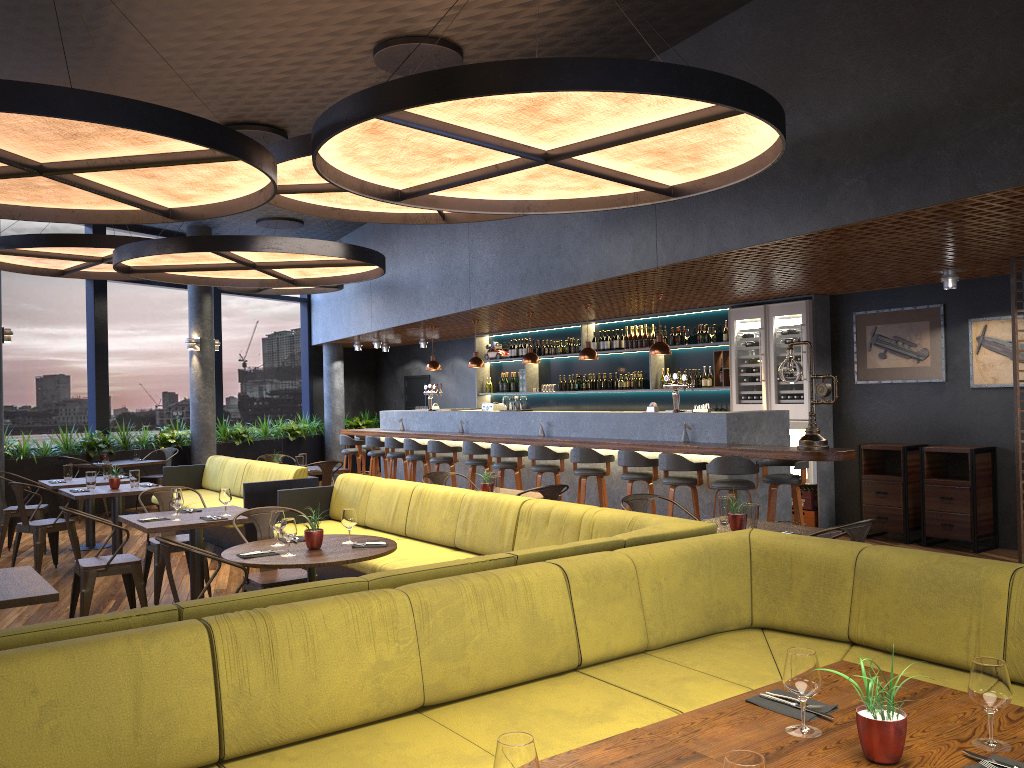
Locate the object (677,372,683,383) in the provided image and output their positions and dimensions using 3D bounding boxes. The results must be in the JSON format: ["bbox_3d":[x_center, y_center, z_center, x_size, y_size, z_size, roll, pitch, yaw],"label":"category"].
[{"bbox_3d":[2.255,-0.051,11.949,0.088,0.224,0.088,-2,-1,24],"label":"object"}]

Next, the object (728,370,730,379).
[{"bbox_3d":[2.800,-0.074,11.287,0.097,0.206,0.097,-1,-1,4],"label":"object"}]

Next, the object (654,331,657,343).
[{"bbox_3d":[1.996,-0.621,12.301,0.056,0.227,0.056,-1,-1,16],"label":"object"}]

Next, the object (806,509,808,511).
[{"bbox_3d":[3.428,1.552,10.298,0.056,0.205,0.056,-1,-1,0],"label":"object"}]

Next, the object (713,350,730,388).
[{"bbox_3d":[2.752,-0.195,11.346,0.161,0.475,0.300,-1,-1,-36],"label":"object"}]

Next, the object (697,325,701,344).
[{"bbox_3d":[2.479,-0.653,11.699,0.063,0.254,0.063,-1,-1,6],"label":"object"}]

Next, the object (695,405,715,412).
[{"bbox_3d":[2.557,0.519,11.700,0.204,0.492,0.310,-1,-1,-36],"label":"object"}]

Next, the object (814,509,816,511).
[{"bbox_3d":[3.521,1.550,10.293,0.057,0.205,0.056,-1,-1,-41],"label":"object"}]

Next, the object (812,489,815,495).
[{"bbox_3d":[3.500,1.325,10.292,0.057,0.205,0.056,-1,-1,-31],"label":"object"}]

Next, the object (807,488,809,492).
[{"bbox_3d":[3.490,1.326,10.441,0.056,0.205,0.056,-1,-1,-5],"label":"object"}]

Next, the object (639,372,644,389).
[{"bbox_3d":[1.855,-0.049,12.694,0.063,0.254,0.063,-2,-1,26],"label":"object"}]

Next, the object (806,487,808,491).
[{"bbox_3d":[3.509,1.327,10.531,0.056,0.205,0.057,-2,-1,29],"label":"object"}]

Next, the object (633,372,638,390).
[{"bbox_3d":[1.763,-0.048,12.638,0.063,0.254,0.063,-1,-1,-29],"label":"object"}]

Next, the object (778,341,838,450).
[{"bbox_3d":[2.576,0.093,7.702,0.263,0.944,0.566,-1,-1,-43],"label":"object"}]

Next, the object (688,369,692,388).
[{"bbox_3d":[2.385,-0.069,11.879,0.063,0.254,0.063,-1,-1,-8],"label":"object"}]

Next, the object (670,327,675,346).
[{"bbox_3d":[2.178,-0.642,12.032,0.063,0.254,0.063,-1,-1,-39],"label":"object"}]

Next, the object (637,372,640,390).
[{"bbox_3d":[1.832,-0.047,12.808,0.063,0.254,0.063,-1,-1,-9],"label":"object"}]

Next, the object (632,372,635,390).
[{"bbox_3d":[1.755,-0.046,12.773,0.063,0.254,0.063,-1,-1,-8],"label":"object"}]

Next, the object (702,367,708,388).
[{"bbox_3d":[2.543,-0.090,11.688,0.079,0.281,0.079,-2,-1,28],"label":"object"}]

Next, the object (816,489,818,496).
[{"bbox_3d":[3.563,1.324,10.335,0.056,0.205,0.056,-1,-1,-35],"label":"object"}]

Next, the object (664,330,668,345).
[{"bbox_3d":[2.117,-0.625,12.239,0.056,0.227,0.056,-1,-1,-34],"label":"object"}]

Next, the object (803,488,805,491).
[{"bbox_3d":[3.433,1.328,10.403,0.056,0.205,0.057,-1,-1,9],"label":"object"}]

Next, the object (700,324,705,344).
[{"bbox_3d":[2.486,-0.654,11.587,0.063,0.254,0.063,-1,-1,-8],"label":"object"}]

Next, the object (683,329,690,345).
[{"bbox_3d":[2.333,-0.624,11.841,0.097,0.206,0.097,-2,-1,23],"label":"object"}]

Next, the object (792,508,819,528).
[{"bbox_3d":[3.437,1.573,10.441,0.277,0.206,0.416,-1,-1,-43],"label":"object"}]

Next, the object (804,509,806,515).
[{"bbox_3d":[3.436,1.553,10.390,0.056,0.205,0.057,-1,-1,-1],"label":"object"}]

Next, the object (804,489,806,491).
[{"bbox_3d":[3.409,1.327,10.313,0.056,0.205,0.056,-1,-1,10],"label":"object"}]

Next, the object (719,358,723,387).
[{"bbox_3d":[2.712,-0.148,11.405,0.091,0.369,0.092,-2,-1,23],"label":"object"}]

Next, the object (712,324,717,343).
[{"bbox_3d":[2.659,-0.657,11.630,0.063,0.254,0.063,-1,-1,-28],"label":"object"}]

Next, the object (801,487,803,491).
[{"bbox_3d":[3.467,1.329,10.587,0.057,0.205,0.056,-2,-1,19],"label":"object"}]

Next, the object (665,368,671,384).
[{"bbox_3d":[2.151,-0.074,12.228,0.079,0.281,0.079,-2,-1,33],"label":"object"}]

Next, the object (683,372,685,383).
[{"bbox_3d":[2.353,-0.052,12.001,0.088,0.224,0.088,-1,-1,-41],"label":"object"}]

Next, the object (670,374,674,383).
[{"bbox_3d":[2.193,-0.039,12.078,0.097,0.206,0.097,-2,-1,23],"label":"object"}]

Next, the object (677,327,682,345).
[{"bbox_3d":[2.256,-0.645,11.938,0.063,0.254,0.063,-2,-1,26],"label":"object"}]

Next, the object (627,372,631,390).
[{"bbox_3d":[1.677,-0.045,12.715,0.063,0.254,0.063,-1,-1,-43],"label":"object"}]

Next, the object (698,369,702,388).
[{"bbox_3d":[2.501,-0.072,11.817,0.063,0.254,0.063,-1,-1,-28],"label":"object"}]

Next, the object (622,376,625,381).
[{"bbox_3d":[1.638,-0.017,13.060,0.097,0.206,0.097,-1,-1,-5],"label":"object"}]

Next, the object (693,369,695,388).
[{"bbox_3d":[2.447,-0.070,11.935,0.063,0.254,0.063,-1,-1,17],"label":"object"}]

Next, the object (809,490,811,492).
[{"bbox_3d":[3.449,1.325,10.260,0.056,0.205,0.056,-1,-1,-30],"label":"object"}]

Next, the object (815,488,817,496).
[{"bbox_3d":[3.581,1.324,10.424,0.056,0.205,0.057,-1,-1,4],"label":"object"}]

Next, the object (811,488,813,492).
[{"bbox_3d":[3.520,1.325,10.387,0.056,0.205,0.056,-2,-1,30],"label":"object"}]

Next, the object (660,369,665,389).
[{"bbox_3d":[2.096,-0.072,12.303,0.079,0.281,0.079,-1,-1,-32],"label":"object"}]

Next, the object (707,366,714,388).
[{"bbox_3d":[2.598,-0.092,11.611,0.079,0.281,0.079,-1,-1,-42],"label":"object"}]

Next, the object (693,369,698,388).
[{"bbox_3d":[2.438,-0.072,11.762,0.063,0.254,0.063,-1,-1,17],"label":"object"}]

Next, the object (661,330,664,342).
[{"bbox_3d":[2.068,-0.624,12.203,0.056,0.227,0.056,-2,-1,41],"label":"object"}]

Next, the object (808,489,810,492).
[{"bbox_3d":[3.466,1.326,10.349,0.056,0.205,0.057,-2,-1,29],"label":"object"}]

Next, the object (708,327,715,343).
[{"bbox_3d":[2.592,-0.634,11.511,0.097,0.206,0.097,-2,-1,23],"label":"object"}]

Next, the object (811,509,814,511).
[{"bbox_3d":[3.477,1.550,10.253,0.056,0.205,0.056,-1,-1,-40],"label":"object"}]

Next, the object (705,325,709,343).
[{"bbox_3d":[2.559,-0.655,11.658,0.063,0.254,0.063,-1,-1,17],"label":"object"}]

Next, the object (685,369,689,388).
[{"bbox_3d":[2.324,-0.068,11.827,0.063,0.254,0.063,-1,-1,-33],"label":"object"}]

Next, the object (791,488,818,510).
[{"bbox_3d":[3.442,1.347,10.452,0.277,0.206,0.416,-1,-1,-33],"label":"object"}]

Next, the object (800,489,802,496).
[{"bbox_3d":[3.376,1.328,10.367,0.056,0.205,0.056,-1,-1,-5],"label":"object"}]

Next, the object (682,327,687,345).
[{"bbox_3d":[2.331,-0.646,11.994,0.063,0.254,0.063,-2,-1,41],"label":"object"}]

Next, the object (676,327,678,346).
[{"bbox_3d":[2.262,-0.644,12.086,0.063,0.254,0.063,-1,-1,16],"label":"object"}]

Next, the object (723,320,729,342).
[{"bbox_3d":[2.752,-0.675,11.384,0.079,0.281,0.079,-1,-1,-27],"label":"object"}]

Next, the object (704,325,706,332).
[{"bbox_3d":[2.566,-0.654,11.752,0.063,0.254,0.063,-1,-1,-8],"label":"object"}]
